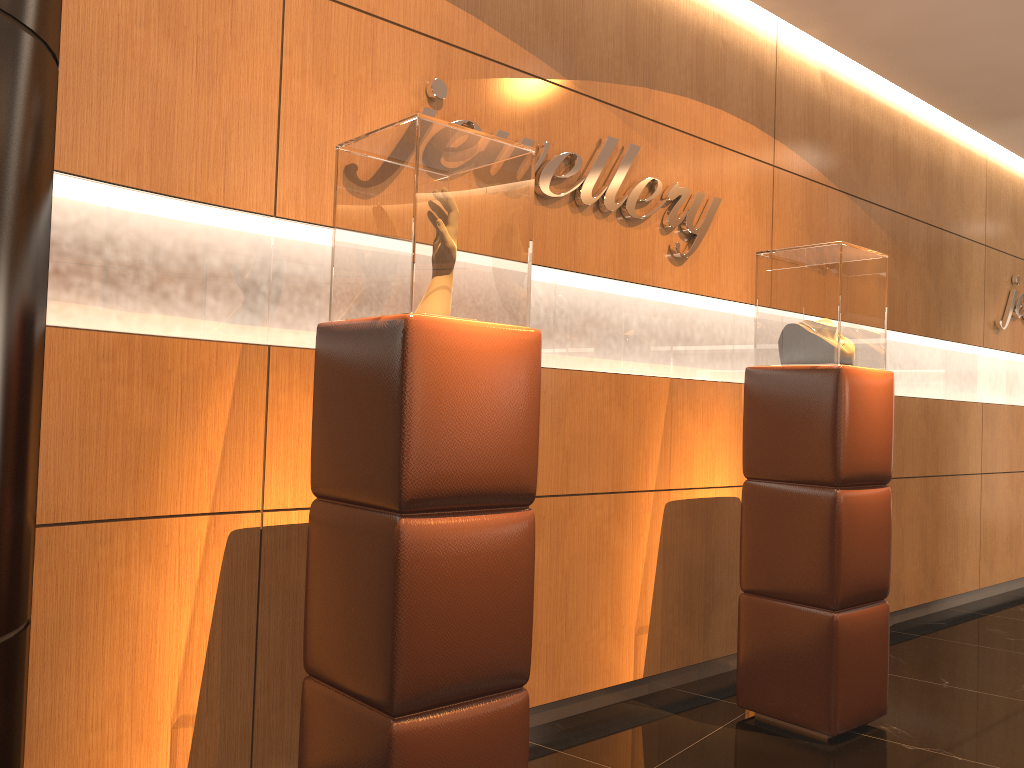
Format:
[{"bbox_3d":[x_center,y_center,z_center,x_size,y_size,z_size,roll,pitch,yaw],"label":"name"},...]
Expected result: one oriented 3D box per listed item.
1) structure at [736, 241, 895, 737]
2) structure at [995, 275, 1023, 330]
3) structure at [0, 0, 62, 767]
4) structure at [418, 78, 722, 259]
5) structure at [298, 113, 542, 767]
[{"bbox_3d":[1.315,0.416,3.826,0.484,1.968,0.498,4,-2,-42],"label":"structure"},{"bbox_3d":[4.368,-0.582,7.243,2.050,0.442,0.034,4,-2,-41],"label":"structure"},{"bbox_3d":[-0.975,-0.443,1.230,0.613,3.430,0.613,3,-2,-37],"label":"structure"},{"bbox_3d":[0.232,-0.836,3.604,2.050,0.442,0.034,4,-2,-41],"label":"structure"},{"bbox_3d":[-0.247,0.336,2.450,0.484,2.000,0.498,4,-2,-42],"label":"structure"}]
